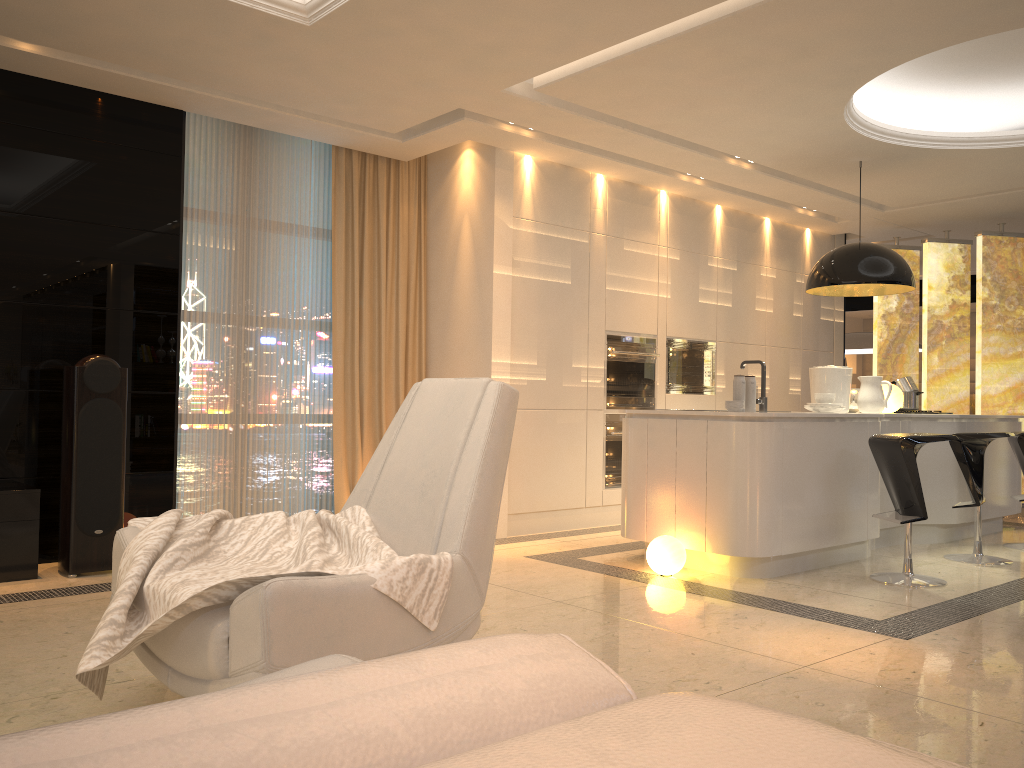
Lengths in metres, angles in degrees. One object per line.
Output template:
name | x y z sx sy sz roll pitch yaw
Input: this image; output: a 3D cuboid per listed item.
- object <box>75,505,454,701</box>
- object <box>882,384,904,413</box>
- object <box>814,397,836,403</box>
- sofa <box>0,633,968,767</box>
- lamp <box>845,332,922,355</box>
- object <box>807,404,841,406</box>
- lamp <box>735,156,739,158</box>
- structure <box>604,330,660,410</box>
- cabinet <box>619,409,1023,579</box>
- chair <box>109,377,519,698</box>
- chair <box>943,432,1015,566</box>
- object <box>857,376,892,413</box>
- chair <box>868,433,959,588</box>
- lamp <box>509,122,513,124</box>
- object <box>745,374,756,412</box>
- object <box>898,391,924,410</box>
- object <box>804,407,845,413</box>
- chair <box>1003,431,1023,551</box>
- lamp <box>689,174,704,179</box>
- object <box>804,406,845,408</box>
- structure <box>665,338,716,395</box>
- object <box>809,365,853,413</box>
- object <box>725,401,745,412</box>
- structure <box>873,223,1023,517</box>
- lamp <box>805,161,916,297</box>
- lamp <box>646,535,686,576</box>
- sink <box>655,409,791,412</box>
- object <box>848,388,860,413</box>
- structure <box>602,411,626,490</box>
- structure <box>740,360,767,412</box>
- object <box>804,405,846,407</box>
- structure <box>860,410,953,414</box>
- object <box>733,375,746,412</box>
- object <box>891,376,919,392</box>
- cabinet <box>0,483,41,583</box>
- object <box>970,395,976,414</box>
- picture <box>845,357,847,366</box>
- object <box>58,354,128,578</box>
object | -0.661 0.662 2.622 0.972 0.580 1.347 1 -1 -3
object | 2.653 0.101 6.272 0.212 0.214 0.213 1 -1 10
object | 2.076 0.116 5.884 0.138 0.051 0.138 1 -1 7
sofa | -0.796 0.532 0.264 2.328 0.754 1.145 2 -2 -41
lamp | 4.234 -0.888 10.739 0.939 0.995 1.578 2 -2 -40
object | 2.074 0.145 5.883 0.229 0.016 0.229 1 -1 -11
lamp | 1.600 -1.651 6.211 0.107 0.127 0.107 0 -1 31
structure | 0.772 -0.099 7.046 0.609 0.597 0.595 2 -2 -41
cabinet | 2.309 0.642 6.108 3.752 0.887 1.046 2 -2 -41
chair | -0.482 0.465 2.504 0.983 0.991 1.027 2 -2 -41
chair | 2.864 0.686 5.447 0.380 0.789 0.380 0 -1 32
object | 2.491 0.074 6.113 0.211 0.254 0.183 1 -1 11
chair | 2.130 0.659 4.763 0.380 0.789 0.380 1 -1 -8
lamp | 0.015 -1.693 5.539 0.107 0.127 0.107 0 -2 38
object | 1.397 0.054 5.209 0.071 0.219 0.071 0 -1 26
object | 3.079 0.132 6.999 0.253 0.147 0.266 1 -1 2
object | 2.075 0.173 5.883 0.264 0.033 0.264 1 -1 18
chair | 3.522 0.709 5.960 0.380 0.789 0.380 1 -1 17
lamp | 1.417 -1.643 6.743 0.270 0.127 0.107 2 -2 -41
object | 2.075 0.167 5.883 0.264 0.033 0.264 1 -1 18
structure | 1.347 -0.137 7.524 0.659 0.450 0.446 2 -2 -41
object | 2.219 0.034 6.178 0.288 0.330 0.288 2 -1 -23
object | 1.271 0.127 5.059 0.111 0.062 0.111 1 -1 -19
structure | 4.252 -0.124 7.713 0.448 2.555 2.180 2 -2 -41
lamp | 2.401 -1.092 6.118 0.710 0.898 0.710 2 -1 -30
lamp | 0.832 0.924 4.783 0.212 0.214 0.213 1 -1 10
sink | 1.319 0.240 5.518 0.738 0.152 0.485 2 -2 -41
object | 2.460 0.120 6.387 0.211 0.174 0.211 1 -1 7
structure | 0.762 0.510 7.034 0.609 0.597 0.595 2 -2 -41
structure | 1.439 0.012 5.346 0.089 0.310 0.177 2 -2 -41
object | 2.075 0.161 5.883 0.264 0.033 0.264 1 -1 18
structure | 3.060 0.219 7.017 0.811 0.026 0.502 2 -2 -41
object | 1.316 0.051 5.140 0.071 0.219 0.071 0 -2 40
object | 3.073 0.046 7.005 0.256 0.212 0.249 1 -1 -5
cabinet | -3.556 0.707 3.628 2.842 0.444 0.416 2 -2 -41
object | 6.471 0.481 12.351 0.390 0.718 0.388 0 -2 41
picture | 5.111 -0.288 13.708 0.211 0.262 0.094 2 -2 -41
object | -2.241 0.411 4.679 0.285 1.127 0.468 2 -2 -41
